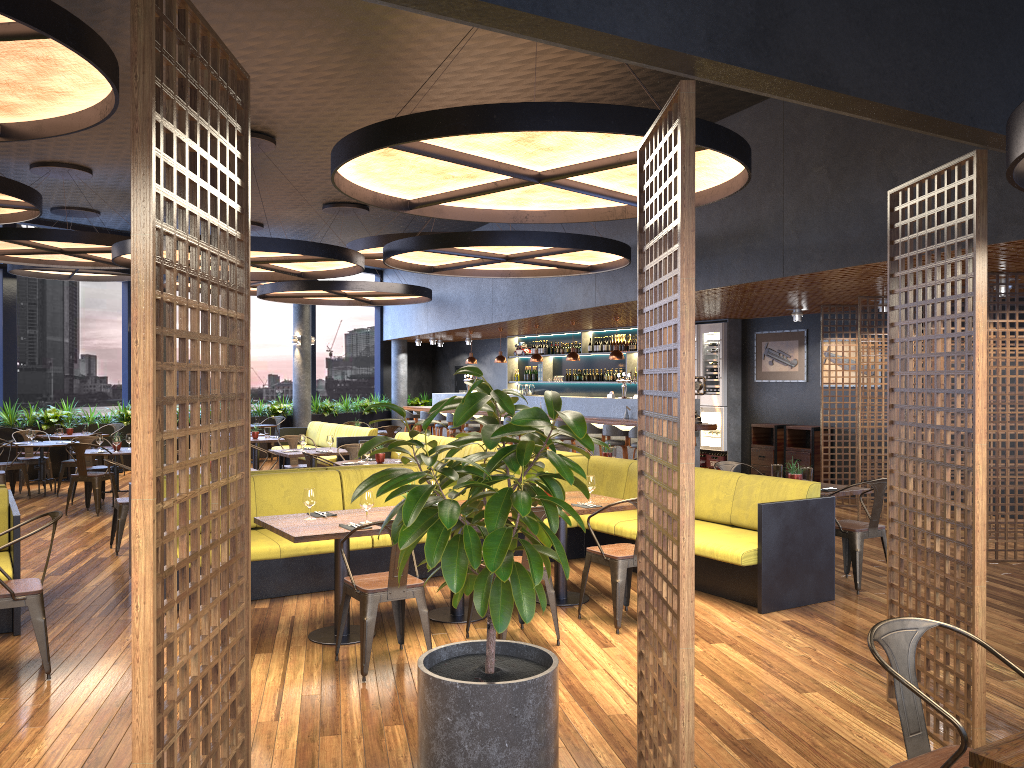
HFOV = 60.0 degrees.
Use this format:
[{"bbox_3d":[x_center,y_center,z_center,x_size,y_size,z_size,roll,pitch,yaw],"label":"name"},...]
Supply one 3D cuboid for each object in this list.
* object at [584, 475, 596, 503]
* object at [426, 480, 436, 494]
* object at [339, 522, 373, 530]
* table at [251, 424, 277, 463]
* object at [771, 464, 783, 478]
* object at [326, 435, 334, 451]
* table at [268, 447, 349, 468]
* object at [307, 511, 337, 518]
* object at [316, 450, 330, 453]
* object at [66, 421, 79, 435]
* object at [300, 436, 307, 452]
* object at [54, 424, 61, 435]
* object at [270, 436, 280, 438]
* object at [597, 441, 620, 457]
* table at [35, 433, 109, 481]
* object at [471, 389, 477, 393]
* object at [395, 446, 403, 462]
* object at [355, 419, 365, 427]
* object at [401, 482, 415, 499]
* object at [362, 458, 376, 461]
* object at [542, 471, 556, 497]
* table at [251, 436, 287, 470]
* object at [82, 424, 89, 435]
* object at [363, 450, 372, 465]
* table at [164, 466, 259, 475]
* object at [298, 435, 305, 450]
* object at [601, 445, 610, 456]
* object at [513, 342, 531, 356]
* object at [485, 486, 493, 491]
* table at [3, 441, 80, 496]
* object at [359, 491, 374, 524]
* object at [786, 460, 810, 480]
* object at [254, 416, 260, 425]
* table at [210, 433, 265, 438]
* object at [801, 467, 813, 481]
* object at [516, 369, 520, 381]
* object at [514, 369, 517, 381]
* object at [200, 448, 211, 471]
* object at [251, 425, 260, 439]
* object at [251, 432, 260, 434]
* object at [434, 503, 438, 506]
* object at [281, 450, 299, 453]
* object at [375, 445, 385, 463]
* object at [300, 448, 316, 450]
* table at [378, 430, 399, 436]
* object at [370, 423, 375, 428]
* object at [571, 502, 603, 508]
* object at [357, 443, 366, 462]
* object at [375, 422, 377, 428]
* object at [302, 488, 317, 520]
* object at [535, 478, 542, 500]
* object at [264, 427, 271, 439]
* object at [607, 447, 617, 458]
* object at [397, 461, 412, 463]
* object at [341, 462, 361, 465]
[{"bbox_3d":[0.596,0.804,6.776,0.097,0.206,0.097,0,0,14],"label":"object"},{"bbox_3d":[-0.588,0.805,6.448,0.097,0.206,0.097,0,0,14],"label":"object"},{"bbox_3d":[-1.007,0.903,5.661,0.157,0.019,0.255,0,0,-31],"label":"object"},{"bbox_3d":[-5.455,1.227,18.128,0.887,0.763,0.906,0,0,33],"label":"table"},{"bbox_3d":[2.359,0.810,7.895,0.102,0.178,0.102,0,0,-26],"label":"object"},{"bbox_3d":[-2.387,0.778,11.645,0.097,0.206,0.097,0,0,-40],"label":"object"},{"bbox_3d":[-2.633,1.261,11.688,0.906,0.763,0.887,0,0,-32],"label":"table"},{"bbox_3d":[-1.309,0.901,6.139,0.157,0.019,0.255,0,0,-31],"label":"object"},{"bbox_3d":[-2.441,0.873,11.479,0.157,0.019,0.255,0,0,-31],"label":"object"},{"bbox_3d":[-7.499,0.724,15.056,0.260,0.271,0.238,0,0,-15],"label":"object"},{"bbox_3d":[-2.696,0.779,11.464,0.097,0.206,0.097,0,0,-31],"label":"object"},{"bbox_3d":[-7.650,0.771,14.920,0.102,0.178,0.102,0,0,40],"label":"object"},{"bbox_3d":[-3.781,0.855,14.235,0.157,0.019,0.255,0,0,-32],"label":"object"},{"bbox_3d":[1.072,0.752,10.073,0.260,0.271,0.238,0,0,-30],"label":"object"},{"bbox_3d":[-7.503,1.242,15.028,0.887,0.763,0.906,0,0,33],"label":"table"},{"bbox_3d":[-0.615,0.144,20.016,0.766,0.106,0.200,0,0,-31],"label":"object"},{"bbox_3d":[-1.298,0.786,10.161,0.097,0.206,0.097,0,0,10],"label":"object"},{"bbox_3d":[-2.733,0.722,15.663,0.238,0.271,0.260,0,0,-26],"label":"object"},{"bbox_3d":[-0.698,0.772,6.128,0.238,0.271,0.260,0,0,-10],"label":"object"},{"bbox_3d":[-1.653,0.879,10.320,0.157,0.019,0.255,0,0,-25],"label":"object"},{"bbox_3d":[0.304,0.769,6.741,0.238,0.271,0.260,0,0,-10],"label":"object"},{"bbox_3d":[-4.085,1.248,14.086,0.887,0.763,0.906,0,0,-32],"label":"table"},{"bbox_3d":[-7.272,0.770,15.114,0.102,0.178,0.102,0,0,-40],"label":"object"},{"bbox_3d":[-1.598,0.788,9.797,0.097,0.206,0.097,0,0,7],"label":"object"},{"bbox_3d":[-3.133,1.274,9.158,0.887,0.763,0.906,0,0,-32],"label":"table"},{"bbox_3d":[-2.796,0.777,11.791,0.097,0.206,0.097,0,0,-40],"label":"object"},{"bbox_3d":[1.090,0.797,10.310,0.102,0.178,0.102,0,0,44],"label":"object"},{"bbox_3d":[0.242,-0.798,20.195,0.229,0.319,0.579,0,0,-31],"label":"object"},{"bbox_3d":[-0.179,0.806,6.301,0.097,0.206,0.097,0,0,14],"label":"object"},{"bbox_3d":[-6.929,1.252,13.074,1.007,0.760,1.007,0,0,-38],"label":"table"},{"bbox_3d":[-0.954,0.808,5.826,0.097,0.206,0.097,0,0,14],"label":"object"},{"bbox_3d":[2.471,0.764,7.791,0.260,0.271,0.238,0,0,-30],"label":"object"},{"bbox_3d":[-5.242,0.754,18.225,0.102,0.178,0.102,0,0,-40],"label":"object"},{"bbox_3d":[-4.764,1.242,15.191,0.906,0.763,0.887,0,0,-32],"label":"table"},{"bbox_3d":[2.535,0.811,7.626,0.102,0.178,0.102,0,0,-16],"label":"object"},{"bbox_3d":[0.138,-0.200,20.394,0.079,0.281,0.079,0,0,-28],"label":"object"},{"bbox_3d":[0.088,-0.201,20.469,0.079,0.281,0.079,0,0,-13],"label":"object"},{"bbox_3d":[-3.117,0.755,9.152,0.260,0.271,0.238,0,0,4],"label":"object"},{"bbox_3d":[-4.061,0.730,14.067,0.238,0.271,0.260,0,0,7],"label":"object"},{"bbox_3d":[-4.456,0.849,15.337,0.157,0.019,0.255,0,0,-32],"label":"object"},{"bbox_3d":[-0.534,0.898,6.614,0.157,0.019,0.255,0,0,-31],"label":"object"},{"bbox_3d":[-2.862,0.872,11.518,0.255,0.019,0.157,0,0,-31],"label":"object"},{"bbox_3d":[-1.478,0.752,9.991,0.238,0.271,0.260,0,0,-10],"label":"object"},{"bbox_3d":[-2.743,0.870,11.958,0.157,0.019,0.255,0,0,-31],"label":"object"},{"bbox_3d":[-2.475,1.239,15.828,0.906,0.763,0.887,0,0,-32],"label":"table"},{"bbox_3d":[-2.460,0.769,15.626,0.102,0.178,0.102,0,0,44],"label":"object"},{"bbox_3d":[0.542,0.899,6.610,0.157,0.019,0.255,0,0,-31],"label":"object"},{"bbox_3d":[-1.725,0.786,10.160,0.097,0.206,0.097,0,0,-7],"label":"object"},{"bbox_3d":[-2.486,0.766,16.050,0.102,0.178,0.102,0,0,4],"label":"object"},{"bbox_3d":[-1.363,0.808,5.973,0.097,0.206,0.097,0,0,14],"label":"object"},{"bbox_3d":[0.187,0.803,6.922,0.097,0.206,0.097,0,0,14],"label":"object"},{"bbox_3d":[-3.889,0.776,14.108,0.102,0.178,0.102,0,0,24],"label":"object"},{"bbox_3d":[1.120,0.799,9.935,0.102,0.178,0.102,0,0,44],"label":"object"},{"bbox_3d":[-1.185,0.881,10.028,0.255,0.019,0.157,0,0,1],"label":"object"},{"bbox_3d":[-1.762,0.881,9.857,0.255,0.019,0.157,0,0,-29],"label":"object"}]
